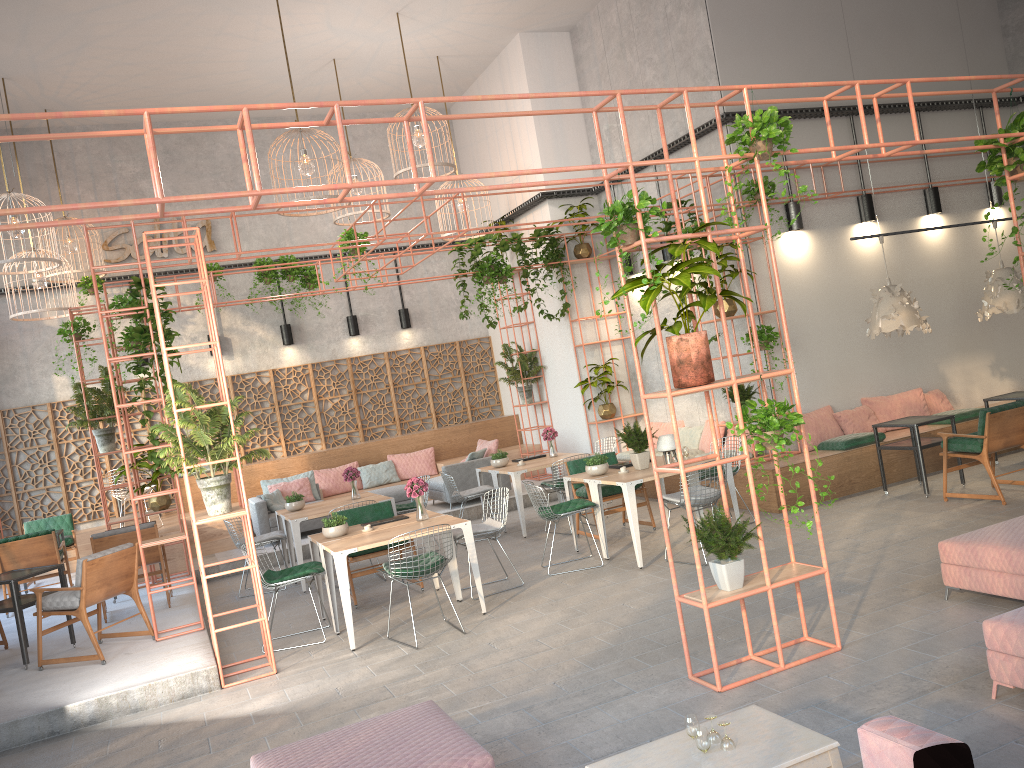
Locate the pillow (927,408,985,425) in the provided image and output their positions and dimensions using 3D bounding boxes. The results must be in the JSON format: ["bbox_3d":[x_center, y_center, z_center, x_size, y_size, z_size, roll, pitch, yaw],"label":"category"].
[{"bbox_3d":[5.677,0.419,11.363,0.637,0.149,0.491,-10,0,-21],"label":"pillow"}]

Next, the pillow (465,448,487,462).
[{"bbox_3d":[-0.592,1.212,13.795,0.308,0.349,0.495,-10,1,27],"label":"pillow"}]

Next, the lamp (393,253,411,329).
[{"bbox_3d":[-2.073,-1.736,16.404,0.179,1.436,0.185,-10,0,-22],"label":"lamp"}]

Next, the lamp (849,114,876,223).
[{"bbox_3d":[4.590,-2.848,11.706,0.179,1.425,0.185,-10,0,-22],"label":"lamp"}]

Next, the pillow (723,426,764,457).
[{"bbox_3d":[2.989,0.739,11.502,0.289,0.385,0.666,-10,1,-27],"label":"pillow"}]

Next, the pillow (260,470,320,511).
[{"bbox_3d":[-3.439,1.652,13.751,0.839,0.474,0.276,-10,0,-22],"label":"pillow"}]

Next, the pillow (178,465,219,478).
[{"bbox_3d":[-5.144,1.425,14.528,0.637,0.149,0.491,-10,0,-21],"label":"pillow"}]

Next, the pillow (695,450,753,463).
[{"bbox_3d":[2.671,0.935,11.289,0.491,0.149,0.637,-10,0,-21],"label":"pillow"}]

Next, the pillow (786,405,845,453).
[{"bbox_3d":[3.811,0.554,11.058,0.839,0.474,0.276,-10,1,-32],"label":"pillow"}]

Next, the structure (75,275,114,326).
[{"bbox_3d":[-6.529,-1.341,13.808,0.605,0.972,0.587,-10,1,-24],"label":"structure"}]

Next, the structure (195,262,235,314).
[{"bbox_3d":[-4.899,-1.626,14.485,0.605,0.972,0.587,-10,1,-24],"label":"structure"}]

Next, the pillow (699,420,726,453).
[{"bbox_3d":[2.720,0.731,12.089,0.276,0.474,0.839,-10,0,-2],"label":"pillow"}]

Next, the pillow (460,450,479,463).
[{"bbox_3d":[-0.708,1.248,14.233,0.441,0.317,0.479,-10,1,-41],"label":"pillow"}]

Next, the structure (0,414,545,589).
[{"bbox_3d":[-3.516,1.767,13.903,9.152,1.111,3.396,-10,0,-22],"label":"structure"}]

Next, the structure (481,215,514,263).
[{"bbox_3d":[-0.269,-2.449,15.153,0.903,0.803,0.934,-9,1,39],"label":"structure"}]

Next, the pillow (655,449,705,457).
[{"bbox_3d":[2.291,0.993,12.231,0.491,0.149,0.637,-10,0,-21],"label":"pillow"}]

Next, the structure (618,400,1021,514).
[{"bbox_3d":[4.779,0.861,13.025,5.831,0.500,4.386,-10,0,-22],"label":"structure"}]

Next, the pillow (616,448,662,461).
[{"bbox_3d":[1.898,1.052,13.201,0.491,0.149,0.637,-10,0,-21],"label":"pillow"}]

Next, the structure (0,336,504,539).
[{"bbox_3d":[-4.046,0.780,15.553,9.782,2.103,0.132,-10,0,-22],"label":"structure"}]

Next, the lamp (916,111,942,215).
[{"bbox_3d":[5.682,-3.039,12.159,0.179,1.425,0.185,-10,0,-22],"label":"lamp"}]

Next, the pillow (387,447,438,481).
[{"bbox_3d":[-1.728,1.398,15.338,0.839,0.474,0.276,-10,0,-2],"label":"pillow"}]

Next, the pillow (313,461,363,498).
[{"bbox_3d":[-2.896,1.602,14.854,0.839,0.474,0.276,-10,1,-32],"label":"pillow"}]

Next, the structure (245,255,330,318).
[{"bbox_3d":[-3.808,-1.655,14.877,1.434,1.290,0.670,-10,0,-22],"label":"structure"}]

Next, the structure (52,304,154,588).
[{"bbox_3d":[-5.228,0.816,11.231,0.722,3.623,0.748,-10,0,-22],"label":"structure"}]

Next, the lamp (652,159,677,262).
[{"bbox_3d":[2.084,-2.423,12.348,0.185,1.425,0.179,-10,0,-22],"label":"lamp"}]

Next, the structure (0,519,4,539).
[{"bbox_3d":[-8.238,0.749,13.368,0.424,3.591,0.624,-10,0,-22],"label":"structure"}]

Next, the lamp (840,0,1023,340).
[{"bbox_3d":[5.552,-2.782,10.446,4.456,4.052,0.704,-10,0,-22],"label":"lamp"}]

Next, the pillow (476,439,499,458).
[{"bbox_3d":[-0.431,1.134,14.224,0.273,0.476,0.836,-10,0,-22],"label":"pillow"}]

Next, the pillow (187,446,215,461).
[{"bbox_3d":[-5.205,1.224,14.817,0.499,0.324,0.307,-10,0,-7],"label":"pillow"}]

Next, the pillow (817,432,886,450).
[{"bbox_3d":[4.099,0.695,10.708,0.637,0.149,0.491,-10,0,-21],"label":"pillow"}]

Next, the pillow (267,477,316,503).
[{"bbox_3d":[-3.390,1.677,13.607,0.666,0.385,0.289,-10,0,-22],"label":"pillow"}]

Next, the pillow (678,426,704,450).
[{"bbox_3d":[2.509,0.811,12.689,0.289,0.385,0.666,-10,1,-27],"label":"pillow"}]

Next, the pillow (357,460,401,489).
[{"bbox_3d":[-2.267,1.539,15.089,0.666,0.385,0.289,-10,1,-27],"label":"pillow"}]

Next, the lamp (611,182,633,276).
[{"bbox_3d":[1.632,-2.354,13.466,0.185,1.425,0.179,-10,0,-22],"label":"lamp"}]

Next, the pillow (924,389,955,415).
[{"bbox_3d":[5.582,0.291,11.767,0.666,0.385,0.289,-10,1,-27],"label":"pillow"}]

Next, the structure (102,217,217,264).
[{"bbox_3d":[-5.973,-2.461,14.962,1.807,0.695,0.087,-10,0,-22],"label":"structure"}]

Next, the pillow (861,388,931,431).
[{"bbox_3d":[4.995,0.347,11.502,0.839,0.474,0.276,-10,0,-2],"label":"pillow"}]

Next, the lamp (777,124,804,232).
[{"bbox_3d":[3.488,-2.655,11.249,0.179,1.425,0.185,-10,0,-22],"label":"lamp"}]

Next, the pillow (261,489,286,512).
[{"bbox_3d":[-3.484,1.747,13.240,0.307,0.324,0.499,-10,0,13],"label":"pillow"}]

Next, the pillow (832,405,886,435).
[{"bbox_3d":[4.413,0.495,11.282,0.666,0.385,0.289,-10,1,-27],"label":"pillow"}]

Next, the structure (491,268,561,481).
[{"bbox_3d":[0.230,-0.157,15.290,0.424,3.596,0.624,-10,0,-22],"label":"structure"}]

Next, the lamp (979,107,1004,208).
[{"bbox_3d":[6.784,-3.232,12.616,0.179,1.425,0.185,-10,0,-22],"label":"lamp"}]

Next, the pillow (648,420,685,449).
[{"bbox_3d":[2.280,0.797,13.291,0.276,0.474,0.839,-10,1,-32],"label":"pillow"}]
